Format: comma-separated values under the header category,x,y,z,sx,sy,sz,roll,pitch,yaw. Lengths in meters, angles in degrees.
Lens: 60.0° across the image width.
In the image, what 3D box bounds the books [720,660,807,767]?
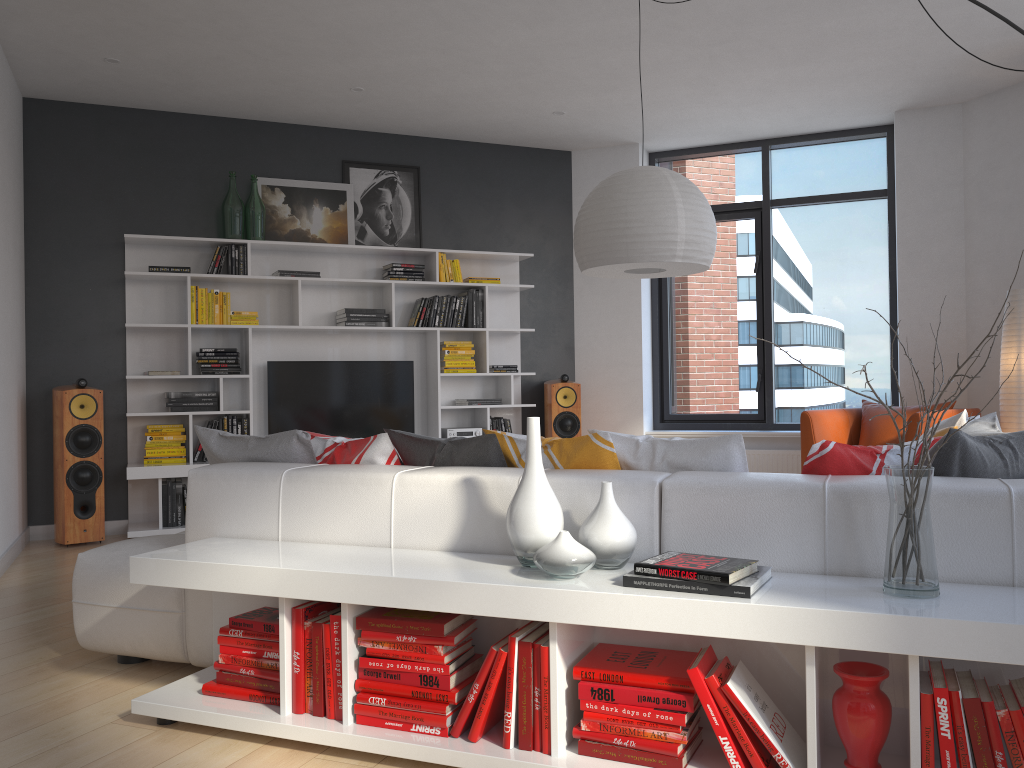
category,x,y,z,sx,sy,sz,roll,pitch,yaw
books,0.595,0.787,2.065,0.186,0.223,0.188,-1,0,23

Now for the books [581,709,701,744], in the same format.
category,x,y,z,sx,sy,sz,roll,pitch,yaw
books,0.321,0.829,2.197,0.257,0.025,0.182,-1,0,22

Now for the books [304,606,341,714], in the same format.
category,x,y,z,sx,sy,sz,roll,pitch,yaw
books,-0.529,0.788,2.548,0.031,0.255,0.181,-1,0,22

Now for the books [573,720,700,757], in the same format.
category,x,y,z,sx,sy,sz,roll,pitch,yaw
books,0.309,0.855,2.194,0.266,0.026,0.187,-1,0,28

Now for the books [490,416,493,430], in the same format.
category,x,y,z,sx,sy,sz,roll,pitch,yaw
books,-0.199,0.384,7.060,0.053,0.268,0.202,-1,0,-23

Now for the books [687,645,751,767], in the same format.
category,x,y,z,sx,sy,sz,roll,pitch,yaw
books,0.502,0.774,2.110,0.134,0.248,0.192,-1,0,22

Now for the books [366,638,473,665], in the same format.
category,x,y,z,sx,sy,sz,roll,pitch,yaw
books,-0.250,0.720,2.424,0.236,0.023,0.178,-1,0,22

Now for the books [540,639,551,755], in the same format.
category,x,y,z,sx,sy,sz,roll,pitch,yaw
books,0.116,0.771,2.246,0.028,0.269,0.181,-1,0,22

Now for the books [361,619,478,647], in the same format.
category,x,y,z,sx,sy,sz,roll,pitch,yaw
books,-0.250,0.672,2.425,0.266,0.026,0.187,-1,0,17

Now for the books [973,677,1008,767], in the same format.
category,x,y,z,sx,sy,sz,roll,pitch,yaw
books,1.020,0.767,1.871,0.066,0.247,0.175,-1,0,23

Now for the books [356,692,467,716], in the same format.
category,x,y,z,sx,sy,sz,roll,pitch,yaw
books,-0.259,0.842,2.410,0.266,0.026,0.187,-1,0,22

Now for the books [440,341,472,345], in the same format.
category,x,y,z,sx,sy,sz,roll,pitch,yaw
books,-0.450,-0.321,7.030,0.223,0.023,0.163,-1,0,-18

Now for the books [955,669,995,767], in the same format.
category,x,y,z,sx,sy,sz,roll,pitch,yaw
books,0.997,0.764,1.892,0.076,0.252,0.199,-1,0,22

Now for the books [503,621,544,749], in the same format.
category,x,y,z,sx,sy,sz,roll,pitch,yaw
books,0.031,0.768,2.290,0.046,0.282,0.199,-1,0,22

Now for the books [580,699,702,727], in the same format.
category,x,y,z,sx,sy,sz,roll,pitch,yaw
books,0.326,0.780,2.191,0.261,0.027,0.191,-1,0,27

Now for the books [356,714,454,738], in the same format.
category,x,y,z,sx,sy,sz,roll,pitch,yaw
books,-0.254,0.898,2.423,0.274,0.029,0.200,-1,0,22

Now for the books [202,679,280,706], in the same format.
category,x,y,z,sx,sy,sz,roll,pitch,yaw
books,-0.737,0.904,2.674,0.301,0.032,0.227,-1,0,22

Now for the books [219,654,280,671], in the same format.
category,x,y,z,sx,sy,sz,roll,pitch,yaw
books,-0.719,0.816,2.674,0.257,0.025,0.182,-1,0,22

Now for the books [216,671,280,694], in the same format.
category,x,y,z,sx,sy,sz,roll,pitch,yaw
books,-0.719,0.871,2.675,0.259,0.034,0.206,-1,0,25

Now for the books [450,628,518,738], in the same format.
category,x,y,z,sx,sy,sz,roll,pitch,yaw
books,-0.063,0.784,2.336,0.144,0.247,0.188,-1,0,23

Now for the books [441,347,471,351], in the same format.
category,x,y,z,sx,sy,sz,roll,pitch,yaw
books,-0.441,-0.275,7.012,0.227,0.022,0.160,-1,0,-7

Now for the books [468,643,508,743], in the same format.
category,x,y,z,sx,sy,sz,roll,pitch,yaw
books,-0.027,0.784,2.314,0.115,0.245,0.192,-1,0,22

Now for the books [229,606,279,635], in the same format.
category,x,y,z,sx,sy,sz,roll,pitch,yaw
books,-0.719,0.711,2.667,0.206,0.029,0.152,-1,0,28

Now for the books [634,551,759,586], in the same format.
category,x,y,z,sx,sy,sz,roll,pitch,yaw
books,0.442,0.439,2.123,0.238,0.027,0.188,-1,0,36

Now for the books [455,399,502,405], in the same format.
category,x,y,z,sx,sy,sz,roll,pitch,yaw
books,-0.268,0.143,7.056,0.310,0.047,0.250,-1,0,-27

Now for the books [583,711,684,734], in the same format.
category,x,y,z,sx,sy,sz,roll,pitch,yaw
books,0.316,0.806,2.190,0.236,0.023,0.178,-1,0,22

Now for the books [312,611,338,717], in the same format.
category,x,y,z,sx,sy,sz,roll,pitch,yaw
books,-0.497,0.787,2.536,0.034,0.259,0.207,-1,0,22

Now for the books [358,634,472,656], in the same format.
category,x,y,z,sx,sy,sz,roll,pitch,yaw
books,-0.265,0.697,2.439,0.257,0.025,0.182,-1,0,22

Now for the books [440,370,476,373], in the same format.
category,x,y,z,sx,sy,sz,roll,pitch,yaw
books,-0.431,-0.096,6.988,0.257,0.028,0.194,-1,0,-18

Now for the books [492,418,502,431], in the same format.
category,x,y,z,sx,sy,sz,roll,pitch,yaw
books,-0.120,0.396,7.073,0.050,0.242,0.169,-1,0,-23

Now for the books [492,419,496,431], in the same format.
category,x,y,z,sx,sy,sz,roll,pitch,yaw
books,-0.168,0.400,7.069,0.053,0.240,0.189,-1,0,-22

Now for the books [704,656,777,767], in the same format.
category,x,y,z,sx,sy,sz,roll,pitch,yaw
books,0.544,0.782,2.086,0.148,0.232,0.171,-1,0,24

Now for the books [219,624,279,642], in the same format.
category,x,y,z,sx,sy,sz,roll,pitch,yaw
books,-0.722,0.737,2.678,0.254,0.025,0.178,-1,0,22

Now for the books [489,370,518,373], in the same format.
category,x,y,z,sx,sy,sz,roll,pitch,yaw
books,-0.076,-0.099,7.089,0.213,0.023,0.161,-1,0,-19

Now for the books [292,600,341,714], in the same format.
category,x,y,z,sx,sy,sz,roll,pitch,yaw
books,-0.562,0.772,2.559,0.036,0.294,0.208,-1,0,22

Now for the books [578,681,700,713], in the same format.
category,x,y,z,sx,sy,sz,roll,pitch,yaw
books,0.329,0.747,2.207,0.279,0.039,0.206,-1,0,21

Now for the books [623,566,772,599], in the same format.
category,x,y,z,sx,sy,sz,roll,pitch,yaw
books,0.453,0.466,2.146,0.300,0.026,0.245,-1,0,27

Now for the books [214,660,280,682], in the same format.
category,x,y,z,sx,sy,sz,roll,pitch,yaw
books,-0.731,0.841,2.671,0.266,0.026,0.187,-1,0,28

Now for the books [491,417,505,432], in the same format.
category,x,y,z,sx,sy,sz,roll,pitch,yaw
books,-0.098,0.391,7.095,0.066,0.255,0.193,-1,0,-23

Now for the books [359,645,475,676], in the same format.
category,x,y,z,sx,sy,sz,roll,pitch,yaw
books,-0.257,0.746,2.431,0.261,0.027,0.191,-1,0,18

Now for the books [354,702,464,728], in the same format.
category,x,y,z,sx,sy,sz,roll,pitch,yaw
books,-0.258,0.869,2.406,0.282,0.030,0.188,-1,0,24

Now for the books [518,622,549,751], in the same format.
category,x,y,z,sx,sy,sz,roll,pitch,yaw
books,0.072,0.772,2.290,0.038,0.270,0.215,-1,0,22

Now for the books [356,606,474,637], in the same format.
category,x,y,z,sx,sy,sz,roll,pitch,yaw
books,-0.264,0.642,2.440,0.259,0.034,0.206,-1,0,19

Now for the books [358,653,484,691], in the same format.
category,x,y,z,sx,sy,sz,roll,pitch,yaw
books,-0.248,0.779,2.445,0.279,0.039,0.206,-1,0,23

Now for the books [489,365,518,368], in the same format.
category,x,y,z,sx,sy,sz,roll,pitch,yaw
books,-0.083,-0.137,7.106,0.213,0.023,0.161,-1,0,-19

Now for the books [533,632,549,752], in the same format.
category,x,y,z,sx,sy,sz,roll,pitch,yaw
books,0.097,0.774,2.270,0.028,0.266,0.188,-1,0,22

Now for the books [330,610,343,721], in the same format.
category,x,y,z,sx,sy,sz,roll,pitch,yaw
books,-0.432,0.770,2.504,0.049,0.291,0.214,-1,0,22

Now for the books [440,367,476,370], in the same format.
category,x,y,z,sx,sy,sz,roll,pitch,yaw
books,-0.437,-0.122,6.994,0.257,0.024,0.203,-1,0,-20

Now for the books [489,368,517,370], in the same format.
category,x,y,z,sx,sy,sz,roll,pitch,yaw
books,-0.079,-0.118,7.091,0.198,0.015,0.142,-1,0,-24

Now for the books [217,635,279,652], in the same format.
category,x,y,z,sx,sy,sz,roll,pitch,yaw
books,-0.722,0.763,2.674,0.269,0.028,0.179,-1,0,24

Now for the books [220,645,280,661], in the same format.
category,x,y,z,sx,sy,sz,roll,pitch,yaw
books,-0.718,0.790,2.691,0.261,0.028,0.191,-1,0,22

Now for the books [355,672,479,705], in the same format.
category,x,y,z,sx,sy,sz,roll,pitch,yaw
books,-0.242,0.814,2.442,0.301,0.032,0.227,-1,0,22

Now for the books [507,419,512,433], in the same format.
category,x,y,z,sx,sy,sz,roll,pitch,yaw
books,-0.048,0.400,7.141,0.077,0.233,0.179,-1,0,-23

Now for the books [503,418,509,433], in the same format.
category,x,y,z,sx,sy,sz,roll,pitch,yaw
books,-0.067,0.396,7.099,0.066,0.242,0.177,-1,0,-23

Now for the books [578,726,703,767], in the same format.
category,x,y,z,sx,sy,sz,roll,pitch,yaw
books,0.322,0.884,2.198,0.259,0.034,0.206,-1,0,25

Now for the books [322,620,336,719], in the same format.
category,x,y,z,sx,sy,sz,roll,pitch,yaw
books,-0.465,0.786,2.512,0.042,0.259,0.195,-1,0,22

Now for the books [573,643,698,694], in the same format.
category,x,y,z,sx,sy,sz,roll,pitch,yaw
books,0.332,0.712,2.232,0.301,0.032,0.227,-1,0,22

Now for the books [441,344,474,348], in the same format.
category,x,y,z,sx,sy,sz,roll,pitch,yaw
books,-0.432,-0.298,7.012,0.223,0.023,0.163,-1,0,-18

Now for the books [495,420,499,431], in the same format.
category,x,y,z,sx,sy,sz,roll,pitch,yaw
books,-0.143,0.400,7.072,0.049,0.236,0.170,-1,0,-22
